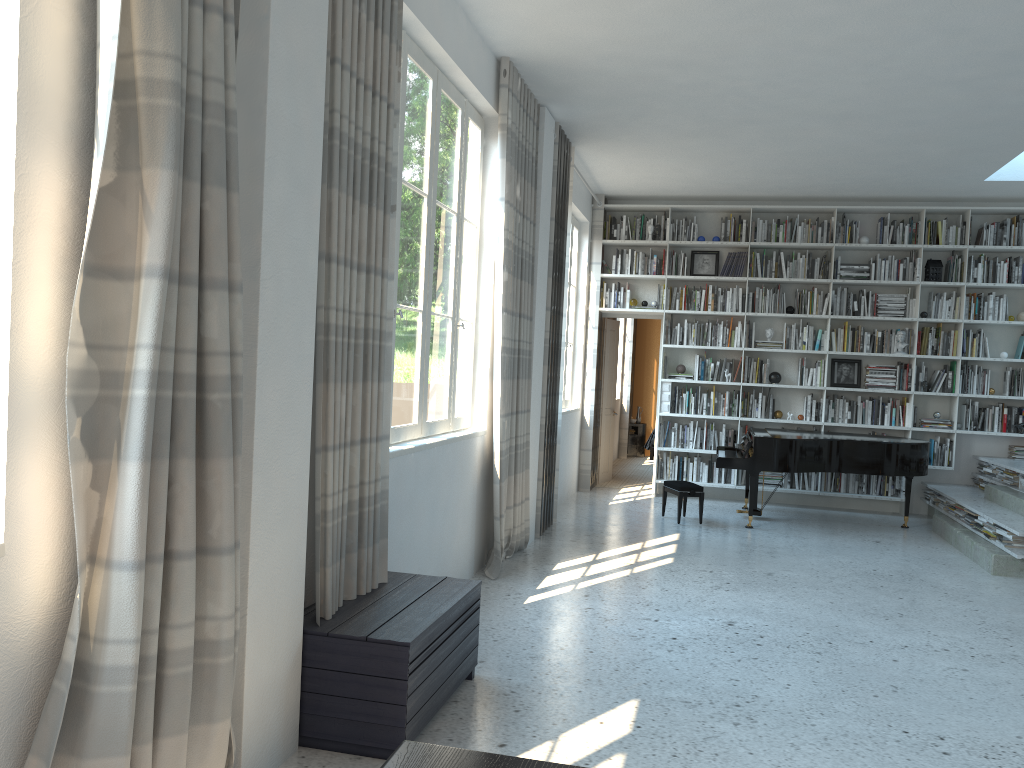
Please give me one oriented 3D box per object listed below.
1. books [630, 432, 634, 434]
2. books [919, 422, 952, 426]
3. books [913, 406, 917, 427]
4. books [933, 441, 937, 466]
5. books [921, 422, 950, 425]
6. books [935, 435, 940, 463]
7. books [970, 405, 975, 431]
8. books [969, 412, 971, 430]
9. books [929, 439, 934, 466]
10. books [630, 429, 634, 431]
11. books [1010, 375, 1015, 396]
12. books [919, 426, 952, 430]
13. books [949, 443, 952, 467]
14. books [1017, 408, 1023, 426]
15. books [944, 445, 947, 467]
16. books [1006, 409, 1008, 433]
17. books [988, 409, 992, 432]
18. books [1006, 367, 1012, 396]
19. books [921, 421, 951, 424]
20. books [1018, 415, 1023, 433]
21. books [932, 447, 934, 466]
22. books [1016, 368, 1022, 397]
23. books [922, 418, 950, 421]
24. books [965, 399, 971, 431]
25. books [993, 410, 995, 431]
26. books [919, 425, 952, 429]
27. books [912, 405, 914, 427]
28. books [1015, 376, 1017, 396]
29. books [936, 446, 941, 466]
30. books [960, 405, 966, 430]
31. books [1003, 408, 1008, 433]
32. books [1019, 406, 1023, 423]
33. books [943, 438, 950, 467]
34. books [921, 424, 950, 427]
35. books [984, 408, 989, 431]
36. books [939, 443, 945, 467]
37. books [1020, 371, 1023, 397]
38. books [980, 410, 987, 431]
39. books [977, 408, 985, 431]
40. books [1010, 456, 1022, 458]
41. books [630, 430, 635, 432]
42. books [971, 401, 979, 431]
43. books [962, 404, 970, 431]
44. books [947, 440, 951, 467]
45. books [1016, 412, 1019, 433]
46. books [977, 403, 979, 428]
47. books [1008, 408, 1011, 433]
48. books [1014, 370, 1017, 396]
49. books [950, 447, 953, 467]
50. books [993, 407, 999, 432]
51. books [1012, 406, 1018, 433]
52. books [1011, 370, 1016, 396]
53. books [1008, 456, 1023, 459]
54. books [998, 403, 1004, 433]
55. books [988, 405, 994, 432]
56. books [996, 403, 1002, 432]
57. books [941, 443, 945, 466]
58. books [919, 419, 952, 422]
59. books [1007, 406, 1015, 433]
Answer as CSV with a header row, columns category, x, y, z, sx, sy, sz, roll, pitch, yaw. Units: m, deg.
category,x,y,z,sx,sy,sz,roll,pitch,yaw
books,1.830,0.767,13.989,0.128,0.030,0.182,4,1,35
books,4.306,0.410,9.024,0.285,0.012,0.159,3,1,16
books,4.136,0.336,9.131,0.030,0.210,0.136,3,2,13
books,4.274,0.702,8.993,0.014,0.246,0.176,3,2,13
books,4.308,0.397,9.028,0.254,0.012,0.161,3,1,18
books,4.303,0.675,9.005,0.032,0.300,0.149,3,2,13
books,4.644,0.341,8.983,0.023,0.256,0.178,3,2,13
books,4.631,0.347,9.012,0.015,0.240,0.152,3,2,13
books,4.255,0.691,9.006,0.005,0.264,0.162,3,2,13
books,1.831,0.723,13.996,0.133,0.012,0.189,3,1,30
books,5.000,0.013,8.899,0.015,0.216,0.177,3,2,13
books,4.305,0.446,9.026,0.285,0.012,0.159,3,1,16
books,4.416,0.715,8.967,0.013,0.233,0.149,3,2,13
books,5.096,0.368,8.895,0.012,0.249,0.164,3,2,13
books,4.365,0.724,8.964,0.011,0.212,0.178,3,2,13
books,4.964,0.367,8.931,0.025,0.238,0.156,3,2,13
books,4.812,0.363,8.966,0.024,0.228,0.159,3,2,13
books,4.993,-0.025,8.929,0.016,0.290,0.131,3,2,13
books,4.306,0.385,9.017,0.254,0.012,0.161,3,1,13
books,5.076,0.401,8.898,0.025,0.181,0.169,3,2,13
books,4.265,0.709,9.013,0.012,0.229,0.129,3,2,13
books,5.076,-0.018,8.901,0.007,0.285,0.159,3,2,13
books,4.307,0.361,9.019,0.254,0.012,0.161,3,1,22
books,4.615,0.309,8.989,0.010,0.316,0.186,3,2,13
books,4.844,0.368,8.962,0.012,0.221,0.153,3,2,13
books,4.307,0.434,9.030,0.285,0.012,0.159,3,1,18
books,4.108,0.325,9.134,0.027,0.229,0.141,3,2,13
books,5.053,0.019,8.921,0.031,0.208,0.122,3,2,13
books,4.322,0.726,9.000,0.013,0.202,0.139,3,2,13
books,4.584,0.338,9.016,0.012,0.254,0.161,3,2,13
books,4.934,0.362,8.923,0.031,0.244,0.184,3,2,13
books,5.133,0.362,8.880,0.070,0.266,0.186,3,2,13
books,4.384,0.688,8.966,0.021,0.285,0.172,3,2,13
books,4.306,0.422,9.027,0.254,0.012,0.161,3,1,19
books,4.788,0.359,8.976,0.029,0.235,0.142,3,2,13
books,4.336,0.716,8.971,0.026,0.225,0.175,3,2,13
books,5.082,0.000,8.874,0.018,0.251,0.184,3,2,13
books,4.766,0.367,8.971,0.011,0.217,0.175,3,2,13
books,4.729,0.357,8.978,0.065,0.231,0.162,3,2,13
books,5.183,0.739,8.883,0.308,0.008,0.195,3,1,9
books,1.827,0.740,13.988,0.189,0.022,0.133,2,1,-26
books,4.670,0.323,8.976,0.030,0.294,0.188,3,2,13
books,4.597,0.335,8.992,0.023,0.262,0.186,3,2,13
books,4.406,0.696,8.983,0.015,0.271,0.157,3,2,13
books,5.056,0.385,8.909,0.022,0.211,0.135,3,2,13
books,4.692,0.333,8.980,0.010,0.277,0.174,3,2,13
books,4.987,0.365,8.932,0.021,0.243,0.131,3,2,13
books,5.031,-0.007,8.906,0.008,0.259,0.158,3,2,13
books,4.430,0.729,8.977,0.012,0.206,0.160,3,2,13
books,4.859,0.354,8.941,0.025,0.252,0.181,3,2,13
books,5.033,0.358,8.912,0.026,0.263,0.169,3,2,13
books,5.020,-0.010,8.909,0.015,0.262,0.149,3,2,13
books,5.182,0.746,8.883,0.345,0.007,0.193,3,1,17
books,4.913,0.337,8.925,0.012,0.293,0.175,3,2,13
books,4.831,0.345,8.959,0.014,0.268,0.171,3,2,13
books,4.906,0.340,8.949,0.012,0.285,0.159,3,2,13
books,4.358,0.716,8.983,0.012,0.226,0.149,3,2,13
books,4.309,0.373,9.026,0.285,0.012,0.159,3,1,17
books,5.007,0.357,8.911,0.026,0.262,0.173,3,2,13
